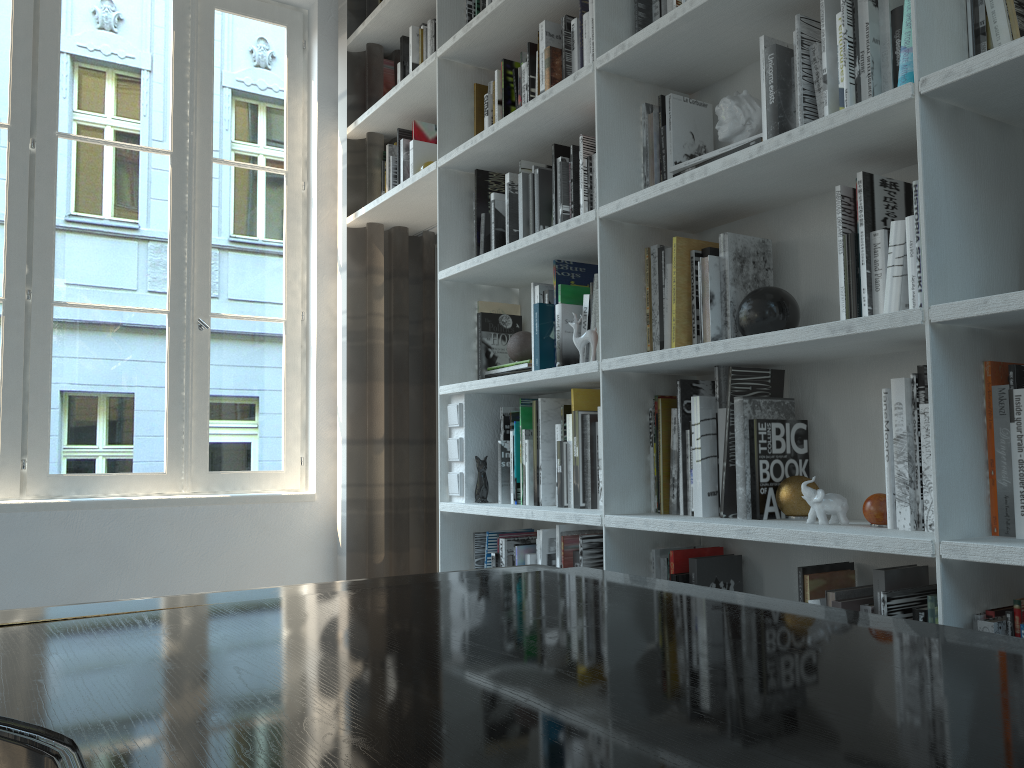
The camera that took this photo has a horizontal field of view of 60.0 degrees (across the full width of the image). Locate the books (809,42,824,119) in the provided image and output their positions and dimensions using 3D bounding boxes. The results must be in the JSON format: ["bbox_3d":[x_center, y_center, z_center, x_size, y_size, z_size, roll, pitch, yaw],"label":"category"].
[{"bbox_3d":[0.675,-0.570,1.800,0.149,0.224,0.048,2,-5,-32],"label":"books"}]

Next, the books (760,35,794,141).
[{"bbox_3d":[0.596,-0.590,1.904,0.159,0.285,0.012,2,-5,-32],"label":"books"}]

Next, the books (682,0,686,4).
[{"bbox_3d":[0.472,-0.931,2.092,0.189,0.263,0.009,2,-5,-32],"label":"books"}]

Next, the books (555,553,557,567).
[{"bbox_3d":[0.187,0.600,2.529,0.132,0.238,0.031,2,-5,-32],"label":"books"}]

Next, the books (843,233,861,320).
[{"bbox_3d":[0.703,-0.189,1.716,0.154,0.186,0.025,2,-5,-32],"label":"books"}]

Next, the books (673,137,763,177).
[{"bbox_3d":[0.524,-0.503,2.036,0.159,0.012,0.285,2,-6,-30],"label":"books"}]

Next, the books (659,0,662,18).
[{"bbox_3d":[0.432,-0.897,2.227,0.140,0.219,0.024,2,-5,-32],"label":"books"}]

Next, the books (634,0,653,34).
[{"bbox_3d":[0.387,-0.889,2.255,0.186,0.207,0.015,2,-5,-32],"label":"books"}]

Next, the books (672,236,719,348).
[{"bbox_3d":[0.453,-0.199,2.089,0.190,0.274,0.026,2,-5,-32],"label":"books"}]

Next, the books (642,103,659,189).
[{"bbox_3d":[0.398,-0.558,2.252,0.159,0.285,0.012,2,-5,-32],"label":"books"}]

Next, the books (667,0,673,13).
[{"bbox_3d":[0.451,-0.925,2.155,0.177,0.262,0.024,2,-5,-32],"label":"books"}]

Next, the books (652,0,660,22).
[{"bbox_3d":[0.419,-0.898,2.251,0.136,0.224,0.029,2,-5,-32],"label":"books"}]

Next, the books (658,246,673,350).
[{"bbox_3d":[0.427,-0.192,2.175,0.154,0.274,0.026,2,-5,-32],"label":"books"}]

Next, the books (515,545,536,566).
[{"bbox_3d":[0.089,0.603,2.632,0.177,0.252,0.010,2,-5,-32],"label":"books"}]

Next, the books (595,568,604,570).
[{"bbox_3d":[0.277,0.596,2.363,0.177,0.216,0.059,2,-5,-32],"label":"books"}]

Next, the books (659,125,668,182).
[{"bbox_3d":[0.429,-0.525,2.201,0.136,0.209,0.034,2,-5,-32],"label":"books"}]

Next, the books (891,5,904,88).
[{"bbox_3d":[0.770,-0.580,1.661,0.150,0.219,0.026,2,-5,-32],"label":"books"}]

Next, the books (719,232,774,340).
[{"bbox_3d":[0.533,-0.202,2.012,0.144,0.265,0.028,2,-5,-32],"label":"books"}]

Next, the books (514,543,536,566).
[{"bbox_3d":[0.087,0.602,2.645,0.189,0.256,0.013,2,-5,-32],"label":"books"}]

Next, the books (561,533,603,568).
[{"bbox_3d":[0.212,0.566,2.458,0.176,0.295,0.012,2,-5,-32],"label":"books"}]

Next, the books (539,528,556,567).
[{"bbox_3d":[0.150,0.568,2.550,0.172,0.307,0.039,2,-5,-32],"label":"books"}]

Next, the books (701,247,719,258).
[{"bbox_3d":[0.506,-0.188,2.072,0.142,0.247,0.028,2,-5,-32],"label":"books"}]

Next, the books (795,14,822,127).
[{"bbox_3d":[0.645,-0.598,1.819,0.167,0.286,0.012,2,-5,-32],"label":"books"}]

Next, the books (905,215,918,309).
[{"bbox_3d":[0.778,-0.201,1.605,0.172,0.188,0.024,2,-5,-32],"label":"books"}]

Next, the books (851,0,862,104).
[{"bbox_3d":[0.718,-0.616,1.706,0.178,0.300,0.011,2,-5,-32],"label":"books"}]

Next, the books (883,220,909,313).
[{"bbox_3d":[0.752,-0.198,1.636,0.156,0.188,0.057,2,-5,-32],"label":"books"}]

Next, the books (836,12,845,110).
[{"bbox_3d":[0.703,-0.587,1.732,0.170,0.247,0.028,2,-5,-32],"label":"books"}]

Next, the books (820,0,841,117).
[{"bbox_3d":[0.682,-0.624,1.774,0.173,0.329,0.010,2,-5,-32],"label":"books"}]

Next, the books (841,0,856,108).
[{"bbox_3d":[0.705,-0.598,1.711,0.193,0.265,0.012,2,-5,-32],"label":"books"}]

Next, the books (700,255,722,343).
[{"bbox_3d":[0.506,-0.176,2.026,0.175,0.216,0.028,2,-5,-32],"label":"books"}]

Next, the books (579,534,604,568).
[{"bbox_3d":[0.256,0.557,2.396,0.172,0.300,0.013,2,-5,-32],"label":"books"}]

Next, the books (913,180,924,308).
[{"bbox_3d":[0.778,-0.231,1.586,0.171,0.244,0.012,2,-5,-32],"label":"books"}]

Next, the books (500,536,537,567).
[{"bbox_3d":[0.042,0.605,2.729,0.171,0.266,0.029,2,-5,-32],"label":"books"}]

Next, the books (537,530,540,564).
[{"bbox_3d":[0.142,0.576,2.597,0.142,0.299,0.027,2,-5,-32],"label":"books"}]

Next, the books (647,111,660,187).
[{"bbox_3d":[0.402,-0.546,2.233,0.134,0.257,0.024,2,-5,-32],"label":"books"}]

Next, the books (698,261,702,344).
[{"bbox_3d":[0.499,-0.170,2.044,0.180,0.207,0.011,2,-5,-32],"label":"books"}]

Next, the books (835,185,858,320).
[{"bbox_3d":[0.696,-0.237,1.738,0.159,0.285,0.012,2,-5,-32],"label":"books"}]

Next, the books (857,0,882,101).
[{"bbox_3d":[0.728,-0.597,1.691,0.170,0.259,0.023,2,-5,-32],"label":"books"}]

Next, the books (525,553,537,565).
[{"bbox_3d":[0.111,0.614,2.622,0.157,0.229,0.028,2,-5,-32],"label":"books"}]

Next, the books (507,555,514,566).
[{"bbox_3d":[0.075,0.620,2.659,0.189,0.223,0.028,2,-5,-32],"label":"books"}]

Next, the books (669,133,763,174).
[{"bbox_3d":[0.520,-0.515,2.035,0.159,0.012,0.285,3,-6,-36],"label":"books"}]

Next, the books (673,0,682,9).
[{"bbox_3d":[0.458,-0.938,2.128,0.184,0.283,0.010,2,-5,-32],"label":"books"}]

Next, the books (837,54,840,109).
[{"bbox_3d":[0.705,-0.555,1.762,0.140,0.189,0.025,2,-5,-32],"label":"books"}]

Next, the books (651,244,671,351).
[{"bbox_3d":[0.410,-0.195,2.195,0.145,0.284,0.025,2,-5,-32],"label":"books"}]

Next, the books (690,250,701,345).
[{"bbox_3d":[0.481,-0.185,2.081,0.153,0.243,0.014,2,-5,-32],"label":"books"}]

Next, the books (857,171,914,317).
[{"bbox_3d":[0.725,-0.247,1.699,0.166,0.298,0.012,2,-5,-32],"label":"books"}]

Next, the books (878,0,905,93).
[{"bbox_3d":[0.757,-0.596,1.683,0.152,0.256,0.022,2,-5,-32],"label":"books"}]

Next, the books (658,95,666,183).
[{"bbox_3d":[0.426,-0.567,2.229,0.135,0.297,0.011,2,-5,-32],"label":"books"}]

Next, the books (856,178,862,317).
[{"bbox_3d":[0.722,-0.243,1.711,0.156,0.291,0.011,2,-5,-32],"label":"books"}]

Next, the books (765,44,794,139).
[{"bbox_3d":[0.608,-0.574,1.873,0.174,0.247,0.030,2,-5,-32],"label":"books"}]

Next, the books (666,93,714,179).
[{"bbox_3d":[0.439,-0.562,2.177,0.136,0.277,0.021,2,-5,-32],"label":"books"}]

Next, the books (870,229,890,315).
[{"bbox_3d":[0.742,-0.191,1.681,0.154,0.182,0.030,2,-5,-32],"label":"books"}]

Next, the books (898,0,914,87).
[{"bbox_3d":[0.773,-0.588,1.613,0.179,0.227,0.060,2,-5,-32],"label":"books"}]

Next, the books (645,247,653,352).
[{"bbox_3d":[0.402,-0.192,2.225,0.159,0.285,0.012,2,-5,-32],"label":"books"}]

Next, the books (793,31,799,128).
[{"bbox_3d":[0.646,-0.587,1.839,0.151,0.267,0.022,2,-5,-32],"label":"books"}]

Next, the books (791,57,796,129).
[{"bbox_3d":[0.647,-0.565,1.865,0.137,0.227,0.024,2,-5,-32],"label":"books"}]

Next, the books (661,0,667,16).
[{"bbox_3d":[0.434,-0.931,2.188,0.151,0.279,0.026,2,-5,-32],"label":"books"}]

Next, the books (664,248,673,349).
[{"bbox_3d":[0.438,-0.189,2.145,0.166,0.263,0.036,2,-5,-32],"label":"books"}]

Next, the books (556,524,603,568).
[{"bbox_3d":[0.198,0.551,2.466,0.170,0.325,0.014,2,-5,-32],"label":"books"}]

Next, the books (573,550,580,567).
[{"bbox_3d":[0.239,0.585,2.449,0.153,0.254,0.029,2,-5,-32],"label":"books"}]
